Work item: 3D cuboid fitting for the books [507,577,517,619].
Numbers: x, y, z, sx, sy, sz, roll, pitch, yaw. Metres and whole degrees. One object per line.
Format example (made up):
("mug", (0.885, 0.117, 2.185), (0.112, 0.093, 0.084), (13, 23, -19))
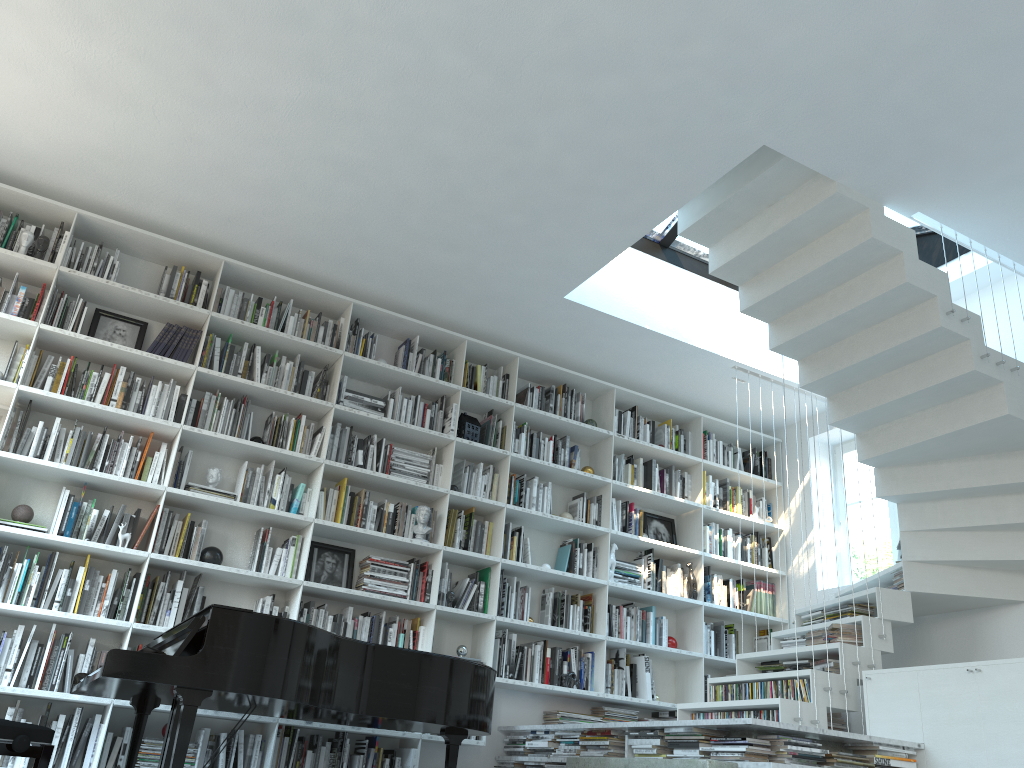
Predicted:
("books", (-0.030, 1.438, 5.876), (0.014, 0.295, 0.175), (17, -27, -25))

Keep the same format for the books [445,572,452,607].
("books", (-0.437, 1.345, 5.694), (0.035, 0.247, 0.141), (17, -27, -25))

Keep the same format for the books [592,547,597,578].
("books", (0.543, 1.293, 6.275), (0.011, 0.251, 0.169), (17, -27, -25))

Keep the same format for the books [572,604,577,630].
("books", (0.385, 1.616, 6.062), (0.015, 0.194, 0.176), (17, -27, -25))

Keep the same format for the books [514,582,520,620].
("books", (-0.006, 1.462, 5.887), (0.012, 0.266, 0.183), (17, -27, -25))

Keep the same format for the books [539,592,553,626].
("books", (0.228, 1.547, 6.010), (0.019, 0.250, 0.130), (17, -27, -25))

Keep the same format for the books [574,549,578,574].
("books", (0.404, 1.273, 6.208), (0.006, 0.209, 0.188), (17, -27, -25))

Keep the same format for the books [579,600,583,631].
("books", (0.423, 1.611, 6.085), (0.018, 0.228, 0.182), (17, -27, -25))

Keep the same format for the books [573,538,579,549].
("books", (0.419, 1.246, 6.248), (0.013, 0.294, 0.154), (17, -27, -25))

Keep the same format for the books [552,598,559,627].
("books", (0.263, 1.567, 6.004), (0.016, 0.215, 0.178), (17, -27, -25))

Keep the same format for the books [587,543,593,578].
("books", (0.513, 1.272, 6.261), (0.012, 0.272, 0.184), (17, -27, -25))

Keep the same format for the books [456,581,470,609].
("books", (-0.355, 1.380, 5.702), (0.089, 0.209, 0.176), (17, -27, -25))

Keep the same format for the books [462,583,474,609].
("books", (-0.326, 1.398, 5.742), (0.090, 0.214, 0.139), (17, -27, -25))

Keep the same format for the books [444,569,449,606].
("books", (-0.456, 1.330, 5.687), (0.012, 0.264, 0.158), (17, -27, -25))

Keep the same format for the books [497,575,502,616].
("books", (-0.125, 1.414, 5.841), (0.018, 0.294, 0.178), (17, -27, -25))

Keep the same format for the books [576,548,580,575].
("books", (0.412, 1.272, 6.214), (0.013, 0.218, 0.188), (17, -27, -25))

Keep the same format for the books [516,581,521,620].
("books", (0.004, 1.464, 5.912), (0.006, 0.283, 0.160), (17, -27, -25))

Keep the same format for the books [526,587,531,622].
("books", (0.070, 1.497, 5.930), (0.013, 0.250, 0.173), (17, -27, -25))

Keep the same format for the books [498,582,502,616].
("books", (-0.114, 1.423, 5.842), (0.006, 0.280, 0.155), (17, -27, -25))

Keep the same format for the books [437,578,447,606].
("books", (-0.476, 1.347, 5.638), (0.027, 0.191, 0.183), (17, -27, -25))

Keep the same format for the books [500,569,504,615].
("books", (-0.103, 1.407, 5.876), (0.007, 0.340, 0.150), (17, -27, -25))

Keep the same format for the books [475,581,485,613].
("books", (-0.238, 1.406, 5.758), (0.029, 0.222, 0.171), (17, -27, -25))

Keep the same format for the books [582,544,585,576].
("books", (0.458, 1.268, 6.246), (0.015, 0.258, 0.152), (17, -27, -25))

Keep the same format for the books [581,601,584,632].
("books", (0.447, 1.624, 6.111), (0.021, 0.230, 0.155), (17, -27, -25))

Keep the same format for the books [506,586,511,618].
("books", (-0.063, 1.458, 5.840), (0.011, 0.225, 0.188), (17, -27, -25))

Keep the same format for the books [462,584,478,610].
("books", (-0.310, 1.403, 5.736), (0.091, 0.204, 0.169), (17, -27, -25))

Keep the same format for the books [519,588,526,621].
("books", (0.034, 1.491, 5.908), (0.015, 0.237, 0.177), (17, -27, -25))

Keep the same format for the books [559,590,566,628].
("books", (0.318, 1.561, 6.064), (0.007, 0.283, 0.160), (17, -27, -25))

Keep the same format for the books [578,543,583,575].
("books", (0.444, 1.262, 6.239), (0.018, 0.262, 0.165), (17, -27, -25))

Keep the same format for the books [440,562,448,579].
("books", (-0.461, 1.305, 5.682), (0.013, 0.305, 0.141), (17, -27, -25))

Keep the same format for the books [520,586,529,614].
("books", (0.059, 1.489, 5.926), (0.014, 0.260, 0.142), (17, -27, -25))

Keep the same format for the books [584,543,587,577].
("books", (0.483, 1.273, 6.269), (0.032, 0.273, 0.155), (17, -27, -25))

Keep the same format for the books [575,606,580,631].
("books", (0.401, 1.625, 6.063), (0.019, 0.182, 0.191), (17, -27, -25))

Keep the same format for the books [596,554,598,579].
("books", (0.548, 1.321, 6.287), (0.023, 0.211, 0.165), (17, -27, -25))

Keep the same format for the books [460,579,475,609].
("books", (-0.324, 1.382, 5.737), (0.094, 0.237, 0.150), (17, -27, -25))

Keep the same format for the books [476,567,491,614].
("books", (-0.201, 1.374, 5.803), (0.014, 0.323, 0.183), (17, -27, -25))

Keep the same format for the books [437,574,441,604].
("books", (-0.507, 1.318, 5.656), (0.028, 0.252, 0.143), (17, -27, -25))

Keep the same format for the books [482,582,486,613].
("books", (-0.222, 1.415, 5.778), (0.021, 0.225, 0.148), (17, -27, -25))

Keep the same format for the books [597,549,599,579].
("books", (0.569, 1.307, 6.293), (0.010, 0.244, 0.159), (17, -27, -25))

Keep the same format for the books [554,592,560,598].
("books", (0.271, 1.555, 6.031), (0.015, 0.261, 0.150), (17, -27, -25))

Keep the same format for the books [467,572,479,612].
("books", (-0.264, 1.379, 5.779), (0.013, 0.284, 0.139), (17, -27, -25))

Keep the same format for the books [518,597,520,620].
("books", (0.009, 1.514, 5.894), (0.013, 0.178, 0.141), (17, -27, -25))

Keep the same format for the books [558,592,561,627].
("books", (0.282, 1.559, 6.035), (0.008, 0.257, 0.159), (17, -27, -25))

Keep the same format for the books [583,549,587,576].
("books", (0.472, 1.286, 6.238), (0.012, 0.223, 0.178), (17, -27, -25))

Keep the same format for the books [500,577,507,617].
("books", (-0.083, 1.429, 5.850), (0.005, 0.282, 0.159), (17, -27, -25))

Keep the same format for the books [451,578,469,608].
("books", (-0.367, 1.365, 5.695), (0.096, 0.227, 0.190), (17, -27, -25))

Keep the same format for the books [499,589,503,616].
("books", (-0.113, 1.463, 5.836), (0.013, 0.203, 0.154), (17, -27, -25))

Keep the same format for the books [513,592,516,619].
("books", (-0.025, 1.491, 5.879), (0.013, 0.202, 0.167), (17, -27, -25))

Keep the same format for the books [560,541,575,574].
("books", (0.384, 1.245, 6.215), (0.021, 0.263, 0.174), (17, -27, -25))

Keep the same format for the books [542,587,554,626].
("books", (0.239, 1.538, 6.035), (0.016, 0.288, 0.132), (17, -27, -25))

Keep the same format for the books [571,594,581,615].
("books", (0.414, 1.588, 6.090), (0.006, 0.273, 0.173), (17, -27, -25))

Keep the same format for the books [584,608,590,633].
("books", (0.474, 1.643, 6.087), (0.016, 0.179, 0.190), (17, -27, -25))

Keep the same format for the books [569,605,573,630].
("books", (0.354, 1.607, 6.034), (0.018, 0.181, 0.182), (17, -27, -25))

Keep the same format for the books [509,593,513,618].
("books", (-0.047, 1.485, 5.849), (0.013, 0.185, 0.184), (17, -27, -25))

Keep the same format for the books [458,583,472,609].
("books", (-0.340, 1.391, 5.726), (0.090, 0.211, 0.143), (17, -27, -25))

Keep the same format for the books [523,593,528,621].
("books", (0.047, 1.508, 5.905), (0.014, 0.206, 0.181), (17, -27, -25))

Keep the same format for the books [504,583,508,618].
("books", (-0.078, 1.448, 5.848), (0.013, 0.247, 0.165), (17, -27, -25))

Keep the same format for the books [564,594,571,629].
("books", (0.341, 1.572, 6.041), (0.018, 0.249, 0.184), (17, -27, -25))

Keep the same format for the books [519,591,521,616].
("books", (0.019, 1.498, 5.908), (0.008, 0.222, 0.134), (17, -27, -25))
